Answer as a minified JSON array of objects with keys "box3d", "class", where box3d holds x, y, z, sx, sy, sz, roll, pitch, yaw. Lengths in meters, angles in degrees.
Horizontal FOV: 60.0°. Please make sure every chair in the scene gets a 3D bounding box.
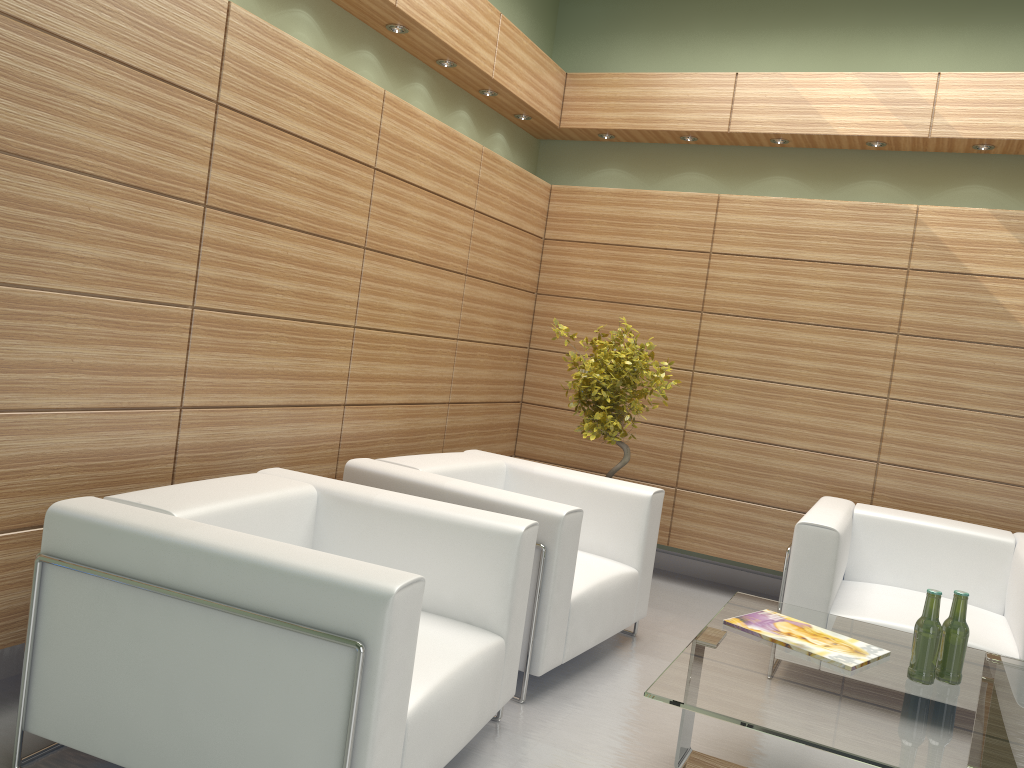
[{"box3d":[-0.051,1.282,6.635,1.769,1.234,1.894,9,3,29],"class":"chair"},{"box3d":[-1.035,1.253,4.529,1.802,1.234,1.894,9,3,19],"class":"chair"},{"box3d":[3.116,1.709,6.763,1.894,1.234,1.802,9,3,24],"class":"chair"}]

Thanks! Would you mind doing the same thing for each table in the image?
[{"box3d":[1.784,1.859,4.548,1.783,0.742,2.197,9,3,24],"class":"table"}]

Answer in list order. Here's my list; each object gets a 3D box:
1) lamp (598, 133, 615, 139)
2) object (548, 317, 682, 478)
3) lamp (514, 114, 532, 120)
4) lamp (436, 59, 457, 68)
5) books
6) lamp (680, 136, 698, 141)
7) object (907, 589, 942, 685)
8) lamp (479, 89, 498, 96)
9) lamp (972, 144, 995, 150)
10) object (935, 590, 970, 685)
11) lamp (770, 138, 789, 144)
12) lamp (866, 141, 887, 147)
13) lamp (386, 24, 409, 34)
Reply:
[{"box3d":[1.014,-2.675,9.481,0.181,0.074,0.181,9,3,19],"class":"lamp"},{"box3d":[0.760,0.641,8.070,1.201,2.565,1.116,7,3,-7],"class":"object"},{"box3d":[0.116,-2.782,9.160,0.181,0.074,0.181,8,3,8],"class":"lamp"},{"box3d":[-0.563,-2.801,7.680,0.181,0.074,0.181,8,3,8],"class":"lamp"},{"box3d":[1.652,1.429,5.000,0.762,0.025,0.508,11,4,44],"class":"books"},{"box3d":[1.821,-2.546,9.109,0.181,0.074,0.181,9,3,19],"class":"lamp"},{"box3d":[2.126,1.290,4.541,0.131,0.475,0.131,7,3,-11],"class":"object"},{"box3d":[-0.221,-2.791,8.426,0.181,0.074,0.181,8,3,-4],"class":"lamp"},{"box3d":[4.252,-2.158,7.989,0.181,0.074,0.181,7,3,-15],"class":"lamp"},{"box3d":[2.293,1.310,4.597,0.131,0.475,0.131,7,3,-11],"class":"object"},{"box3d":[2.639,-2.415,8.732,0.181,0.074,0.181,7,3,-15],"class":"lamp"},{"box3d":[3.440,-2.288,8.363,0.181,0.074,0.181,9,3,19],"class":"lamp"},{"box3d":[-0.896,-2.810,6.954,0.181,0.074,0.181,8,3,8],"class":"lamp"}]
